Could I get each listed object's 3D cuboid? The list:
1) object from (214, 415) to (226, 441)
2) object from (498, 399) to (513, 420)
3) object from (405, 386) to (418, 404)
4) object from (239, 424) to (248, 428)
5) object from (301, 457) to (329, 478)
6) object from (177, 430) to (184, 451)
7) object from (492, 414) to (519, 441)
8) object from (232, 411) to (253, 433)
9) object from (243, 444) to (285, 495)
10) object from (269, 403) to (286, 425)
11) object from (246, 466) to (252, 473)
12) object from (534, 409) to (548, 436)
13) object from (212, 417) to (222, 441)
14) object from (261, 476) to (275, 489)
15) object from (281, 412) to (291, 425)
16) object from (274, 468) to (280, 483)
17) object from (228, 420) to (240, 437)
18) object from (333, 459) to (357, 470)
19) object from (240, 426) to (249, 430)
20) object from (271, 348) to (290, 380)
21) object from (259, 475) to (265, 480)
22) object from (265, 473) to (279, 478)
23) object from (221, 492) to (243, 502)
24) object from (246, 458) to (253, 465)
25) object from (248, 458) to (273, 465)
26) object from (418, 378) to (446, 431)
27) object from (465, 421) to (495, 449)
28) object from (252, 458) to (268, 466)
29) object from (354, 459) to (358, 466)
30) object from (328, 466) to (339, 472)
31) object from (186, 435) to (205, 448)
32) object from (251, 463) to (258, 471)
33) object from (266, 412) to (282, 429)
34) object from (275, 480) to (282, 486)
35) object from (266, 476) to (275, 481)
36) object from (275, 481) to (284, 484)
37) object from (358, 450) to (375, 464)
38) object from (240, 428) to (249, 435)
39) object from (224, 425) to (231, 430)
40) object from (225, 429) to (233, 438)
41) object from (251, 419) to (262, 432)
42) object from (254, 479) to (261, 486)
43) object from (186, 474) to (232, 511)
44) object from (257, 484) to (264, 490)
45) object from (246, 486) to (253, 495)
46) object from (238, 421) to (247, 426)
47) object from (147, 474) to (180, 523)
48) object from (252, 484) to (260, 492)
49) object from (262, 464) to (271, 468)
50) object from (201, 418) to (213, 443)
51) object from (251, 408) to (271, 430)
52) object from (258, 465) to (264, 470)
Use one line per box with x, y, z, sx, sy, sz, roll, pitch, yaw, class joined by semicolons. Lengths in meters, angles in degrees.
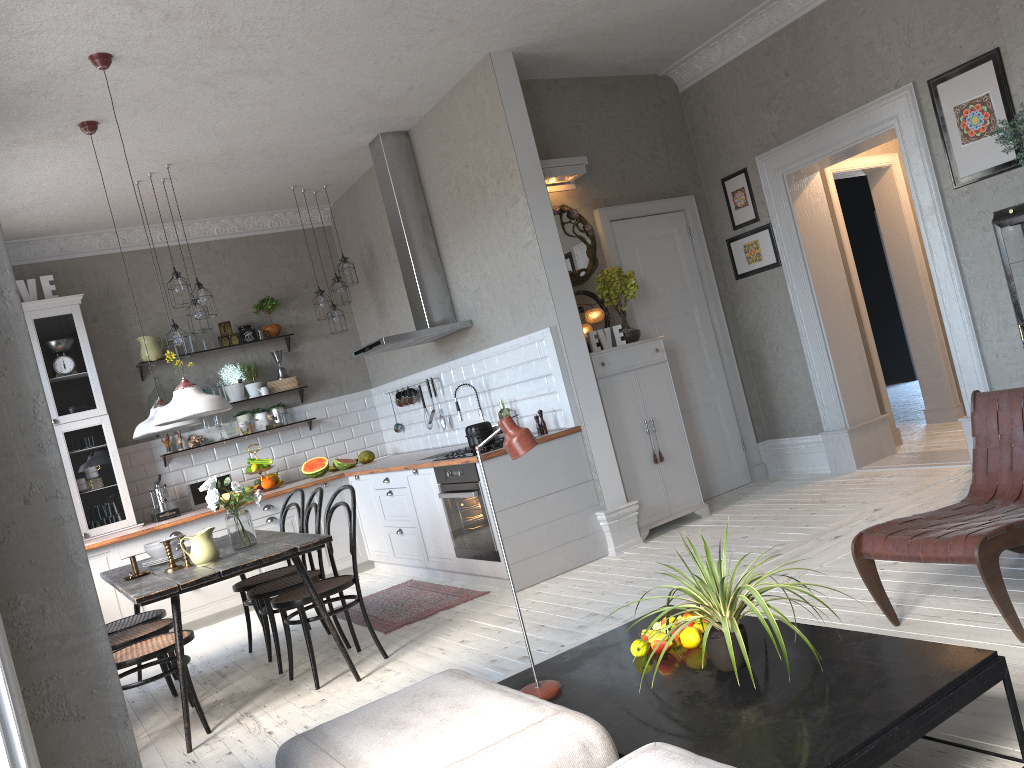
-2.506;0.376;7.622;0.083;0.217;0.080;-15;1;-45;object
-0.031;0.244;6.222;0.091;0.282;0.080;-15;1;-30;object
-0.859;0.092;7.565;0.109;0.161;0.135;-14;0;-13;object
-2.331;0.381;7.712;0.078;0.051;0.076;-14;0;-12;object
-1.710;0.733;7.714;0.237;0.174;0.216;-14;0;-9;object
-2.827;0.436;7.515;0.053;0.264;0.062;-14;1;6;object
-0.081;0.299;5.932;0.303;0.134;0.175;-14;0;3;object
-2.373;0.341;7.838;0.153;0.217;0.160;-14;0;39;object
-2.181;0.724;7.634;0.344;0.425;0.359;-14;0;44;object
-2.108;0.279;8.021;0.162;0.213;0.150;-15;0;-33;object
-2.236;0.740;7.605;0.098;0.078;0.099;-15;0;-44;object
0.183;0.246;5.738;0.074;0.167;0.035;-15;1;-31;object
-2.551;0.387;7.697;0.083;0.217;0.080;-15;1;-45;object
-2.077;0.840;7.536;0.109;0.111;0.115;-14;0;27;object
-2.026;0.309;7.934;0.079;0.108;0.076;-15;0;-37;object
-2.057;0.801;7.714;0.061;0.120;0.125;-14;0;-6;object
-2.412;0.392;7.713;0.077;0.139;0.080;-14;0;32;object
-1.462;0.694;7.808;0.145;0.127;0.229;-14;0;42;object
-2.327;0.397;7.712;0.079;0.051;0.075;-14;0;-38;object
-2.106;-0.181;8.031;0.128;0.288;0.133;-14;1;44;object
-2.167;0.841;7.701;0.087;0.093;0.085;-15;0;-35;object
-2.085;0.801;7.706;0.129;0.056;0.058;-14;0;-38;object
-2.329;0.935;7.327;0.200;0.083;0.186;-14;0;-30;object
-2.234;0.657;7.588;0.050;0.058;0.074;-14;0;36;object
-2.170;0.663;7.619;0.214;0.101;0.066;-14;0;-25;object
-0.669;0.181;7.240;0.082;0.443;0.323;-15;0;-30;object
-0.201;0.322;5.596;0.189;0.147;0.194;-14;0;39;object
-2.176;0.675;7.692;0.182;0.096;0.087;-14;0;-11;object
-1.455;0.720;8.008;0.118;0.073;0.203;-14;0;23;object
-1.601;0.760;8.027;0.202;0.067;0.101;-14;0;-25;object
-2.709;0.484;7.549;0.094;0.111;0.180;-14;0;37;object
-2.192;0.713;7.549;0.060;0.069;0.078;-14;0;-11;object
-2.131;0.319;7.892;0.099;0.147;0.120;-14;0;27;object
-2.025;0.862;7.641;0.089;0.051;0.069;-14;0;17;object
-2.082;0.829;7.621;0.089;0.078;0.087;-14;0;-4;object
-2.100;0.872;7.735;0.216;0.044;0.054;-14;0;7;object
-1.322;0.662;8.037;0.130;0.119;0.206;-14;0;23;object
-2.323;0.414;7.713;0.079;0.051;0.075;-14;0;-38;object
-2.475;0.402;7.761;0.078;0.083;0.077;-14;0;-13;object
-2.466;0.434;7.761;0.078;0.083;0.077;-14;0;-13;object
-2.258;0.368;7.820;0.079;0.108;0.076;-15;0;-37;object
-2.194;0.859;7.691;0.079;0.076;0.153;-14;0;-4;object
-2.525;0.912;7.447;0.358;0.226;0.086;-14;0;-31;object
-2.186;0.904;7.605;0.224;0.076;0.071;-14;0;41;object
-2.245;0.907;7.593;0.076;0.072;0.151;-14;0;-1;object
-2.337;0.356;7.712;0.079;0.051;0.075;-14;0;-45;object
-2.831;0.915;7.168;0.209;0.370;0.346;-15;0;-30;object
-2.193;0.897;7.584;0.085;0.057;0.088;-14;0;1;object
-2.127;0.721;7.642;0.099;0.062;0.077;-14;0;32;object
-2.627;0.407;7.655;0.083;0.217;0.080;-15;1;-45;object
-2.244;0.312;7.927;0.173;0.214;0.147;-14;0;-1;object
-2.159;0.727;7.584;0.065;0.061;0.065;-14;0;-31;object
